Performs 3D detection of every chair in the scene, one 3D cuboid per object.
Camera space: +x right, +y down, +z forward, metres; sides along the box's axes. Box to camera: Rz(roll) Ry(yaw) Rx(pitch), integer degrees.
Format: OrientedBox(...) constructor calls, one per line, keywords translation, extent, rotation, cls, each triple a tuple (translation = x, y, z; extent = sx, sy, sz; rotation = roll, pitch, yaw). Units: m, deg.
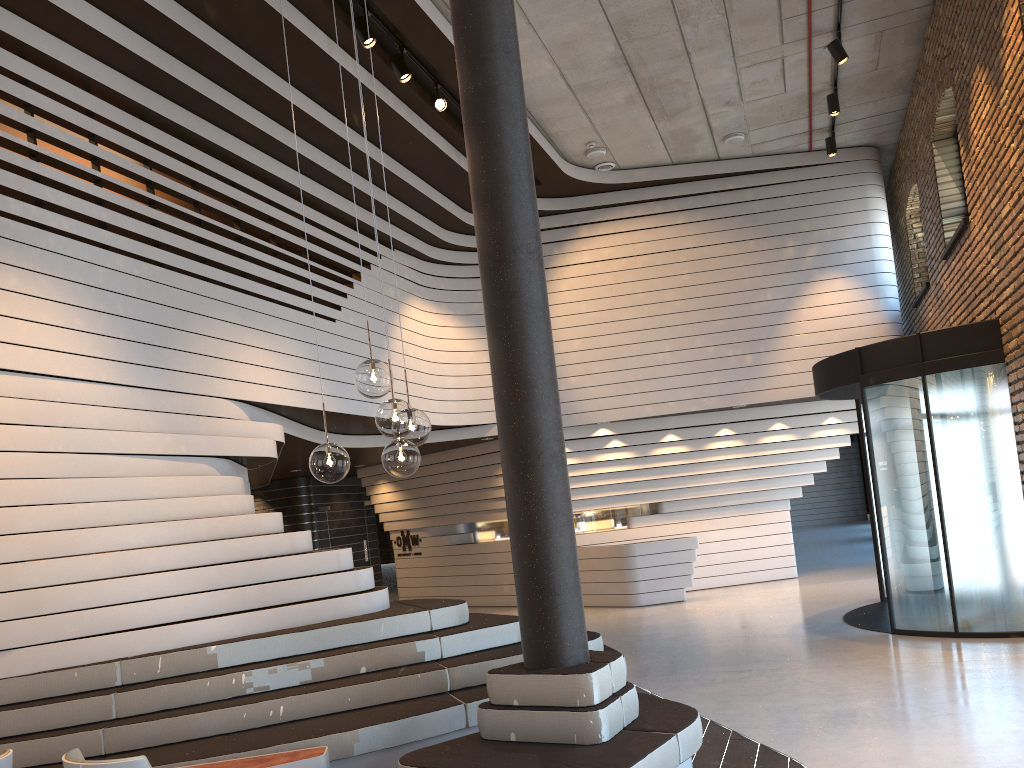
OrientedBox(translation=(-1.595, 1.976, 3.969), extent=(0.665, 0.762, 0.706), rotation=(-10, -6, 35), cls="chair")
OrientedBox(translation=(-2.593, 2.083, 3.930), extent=(0.716, 0.762, 0.656), rotation=(-8, -5, 18), cls="chair")

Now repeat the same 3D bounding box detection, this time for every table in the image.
OrientedBox(translation=(-1.455, 2.279, 4.818), extent=(0.902, 0.369, 0.418), rotation=(-5, -5, -8), cls="table")

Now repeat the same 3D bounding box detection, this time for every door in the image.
OrientedBox(translation=(-2.987, 3.055, 17.308), extent=(1.789, 2.688, 0.079), rotation=(-8, -3, 24), cls="door")
OrientedBox(translation=(4.968, 0.983, 9.135), extent=(3.237, 2.837, 3.243), rotation=(-9, -6, 25), cls="door")

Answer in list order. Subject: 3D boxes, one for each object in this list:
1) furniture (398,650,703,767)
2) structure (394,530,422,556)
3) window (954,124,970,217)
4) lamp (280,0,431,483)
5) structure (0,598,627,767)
OrientedBox(translation=(0.384, 1.885, 4.740), extent=(1.756, 0.718, 1.296), rotation=(-1, -8, -35), cls="furniture")
OrientedBox(translation=(-1.934, 2.946, 16.331), extent=(0.017, 0.467, 0.813), rotation=(-4, -6, -45), cls="structure")
OrientedBox(translation=(4.789, -2.253, 9.066), extent=(0.126, 1.443, 1.570), rotation=(-7, -5, 18), cls="window")
OrientedBox(translation=(-0.384, -1.141, 9.404), extent=(9.104, 4.586, 41.930), rotation=(-9, -8, 18), cls="lamp")
OrientedBox(translation=(-3.856, 1.657, 0.501), extent=(5.809, 0.922, 18.244), rotation=(-8, -8, 14), cls="structure")
